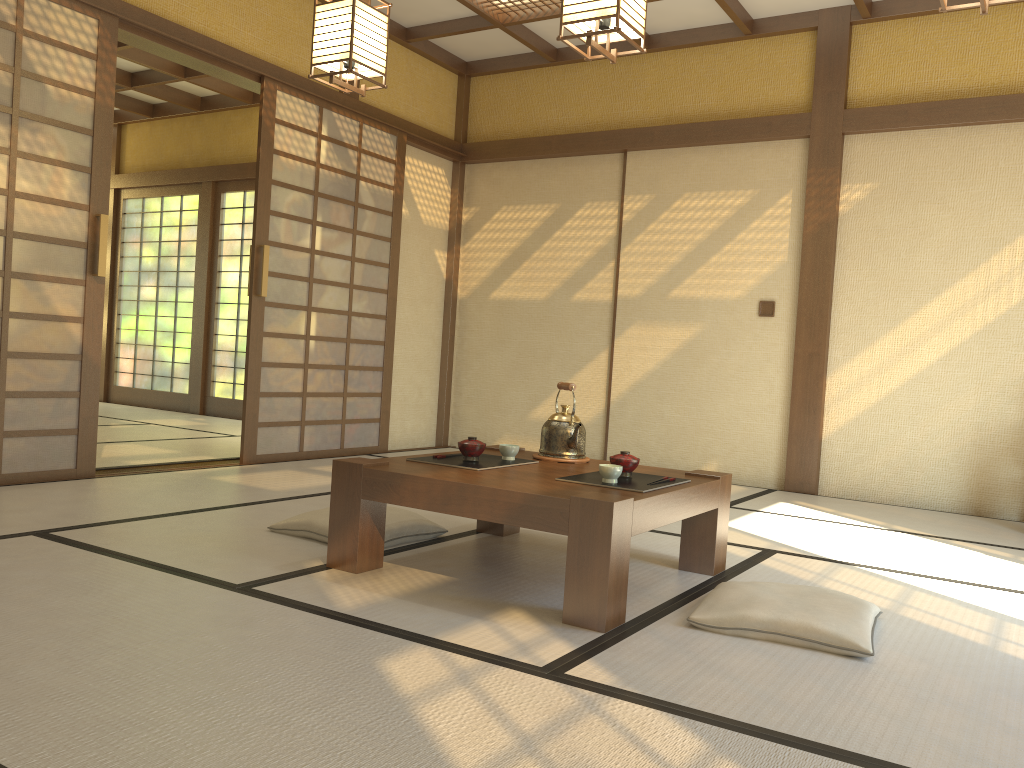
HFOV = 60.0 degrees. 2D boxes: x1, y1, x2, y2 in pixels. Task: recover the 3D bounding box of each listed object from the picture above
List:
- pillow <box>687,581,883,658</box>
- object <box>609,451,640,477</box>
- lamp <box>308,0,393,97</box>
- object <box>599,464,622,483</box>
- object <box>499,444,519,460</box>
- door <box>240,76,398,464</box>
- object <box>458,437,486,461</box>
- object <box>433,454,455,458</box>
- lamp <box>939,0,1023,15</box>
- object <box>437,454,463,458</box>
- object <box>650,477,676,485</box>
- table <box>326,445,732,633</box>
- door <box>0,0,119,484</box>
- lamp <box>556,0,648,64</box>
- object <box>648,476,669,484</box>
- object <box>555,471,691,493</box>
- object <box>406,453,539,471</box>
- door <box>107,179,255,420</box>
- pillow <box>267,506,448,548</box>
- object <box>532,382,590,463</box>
[{"bbox_3d":[0.803,0.655,2.568,0.486,0.107,0.496,4,2,25],"label":"pillow"},{"bbox_3d":[0.371,0.263,2.927,0.100,0.080,0.100,5,2,32],"label":"object"},{"bbox_3d":[-0.644,-1.779,3.657,0.240,1.129,0.240,5,2,32],"label":"lamp"},{"bbox_3d":[0.306,0.280,2.767,0.074,0.052,0.073,3,2,-15],"label":"object"},{"bbox_3d":[-0.011,0.248,3.216,0.074,0.052,0.073,3,2,-15],"label":"object"},{"bbox_3d":[-1.214,-0.653,5.708,0.076,2.265,1.230,5,2,32],"label":"door"},{"bbox_3d":[-0.141,0.226,3.099,0.100,0.080,0.100,5,2,32],"label":"object"},{"bbox_3d":[-0.227,0.256,3.210,0.008,0.008,0.200,5,2,30],"label":"object"},{"bbox_3d":[1.334,-1.620,2.437,0.240,1.129,0.240,5,2,32],"label":"lamp"},{"bbox_3d":[-0.217,0.257,3.201,0.008,0.008,0.200,4,2,25],"label":"object"},{"bbox_3d":[0.484,0.312,2.847,0.008,0.008,0.200,5,2,32],"label":"object"},{"bbox_3d":[0.095,0.458,3.034,1.000,0.350,1.000,5,2,32],"label":"table"},{"bbox_3d":[-2.349,-0.676,3.864,0.076,2.265,1.230,5,2,32],"label":"door"},{"bbox_3d":[0.345,-1.699,3.047,0.240,1.129,0.240,5,2,32],"label":"lamp"},{"bbox_3d":[0.470,0.311,2.857,0.008,0.008,0.200,4,2,28],"label":"object"},{"bbox_3d":[0.367,0.311,2.873,0.300,0.007,0.400,5,2,32],"label":"object"},{"bbox_3d":[-0.133,0.272,3.140,0.300,0.007,0.400,5,2,32],"label":"object"},{"bbox_3d":[-2.942,-0.818,8.549,2.890,2.230,0.140,5,2,32],"label":"door"},{"bbox_3d":[-0.589,0.543,3.426,0.496,0.107,0.486,5,2,35],"label":"pillow"},{"bbox_3d":[0.199,0.142,3.379,0.226,0.296,0.219,4,2,26],"label":"object"}]
